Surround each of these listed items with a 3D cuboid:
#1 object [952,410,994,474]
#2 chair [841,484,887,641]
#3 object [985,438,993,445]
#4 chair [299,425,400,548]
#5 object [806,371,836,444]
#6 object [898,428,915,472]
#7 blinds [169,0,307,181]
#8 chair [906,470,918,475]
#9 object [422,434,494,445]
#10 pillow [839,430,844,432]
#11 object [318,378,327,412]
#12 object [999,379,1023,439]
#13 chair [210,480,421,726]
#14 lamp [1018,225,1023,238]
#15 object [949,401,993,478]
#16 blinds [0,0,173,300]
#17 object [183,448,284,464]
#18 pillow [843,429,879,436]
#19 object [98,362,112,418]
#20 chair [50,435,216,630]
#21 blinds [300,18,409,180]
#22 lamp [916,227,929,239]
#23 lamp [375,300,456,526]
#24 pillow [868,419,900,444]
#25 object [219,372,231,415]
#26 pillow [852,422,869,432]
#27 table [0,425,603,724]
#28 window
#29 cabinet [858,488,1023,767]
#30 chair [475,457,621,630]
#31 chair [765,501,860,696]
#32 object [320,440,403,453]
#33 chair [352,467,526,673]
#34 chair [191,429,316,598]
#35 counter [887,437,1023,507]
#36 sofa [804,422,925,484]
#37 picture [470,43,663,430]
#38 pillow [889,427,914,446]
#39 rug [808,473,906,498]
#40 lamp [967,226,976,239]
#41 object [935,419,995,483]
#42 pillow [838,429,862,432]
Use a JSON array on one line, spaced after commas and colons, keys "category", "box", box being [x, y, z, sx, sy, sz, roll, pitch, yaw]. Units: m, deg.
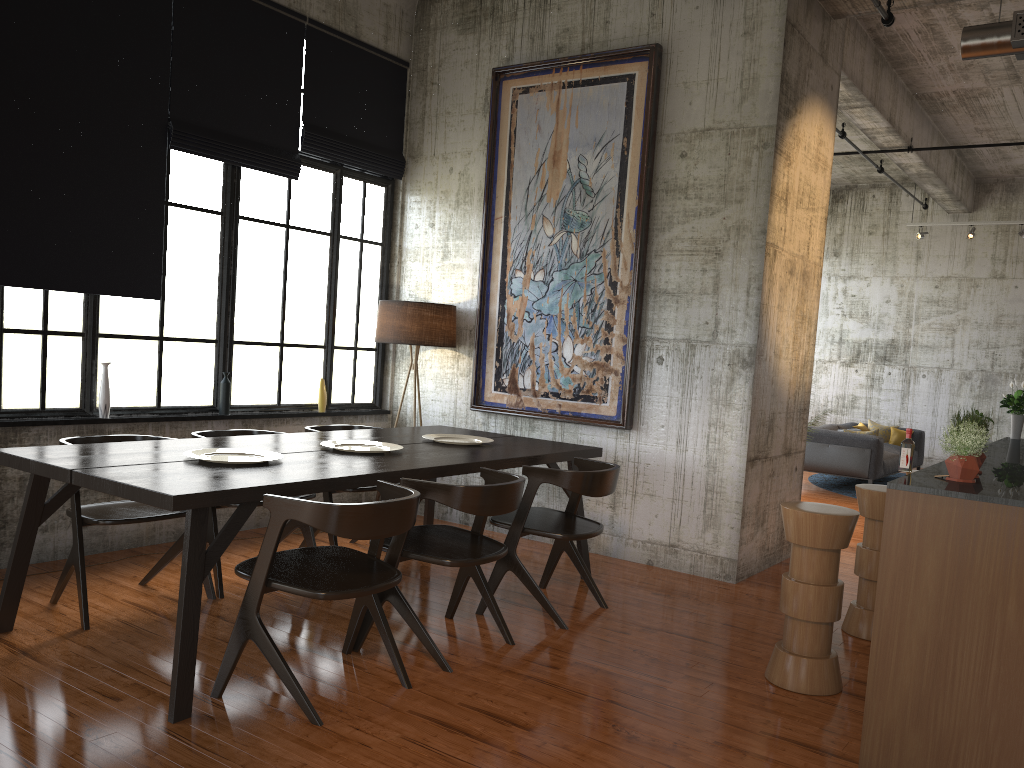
[{"category": "object", "box": [2.293, 0.283, 4.419, 0.178, 0.312, 0.172, 7, 5, 41]}, {"category": "chair", "box": [2.428, 1.166, 5.824, 0.409, 0.965, 0.410, 5, 4, 14]}, {"category": "object", "box": [8.241, 1.112, 15.389, 0.162, 0.362, 0.163, 7, 5, 33]}, {"category": "chair", "box": [-1.239, 0.857, 6.971, 0.768, 0.995, 0.878, 6, 4, 35]}, {"category": "object", "box": [2.513, 0.491, 9.131, 1.513, 2.068, 1.884, 2, 4, -32]}, {"category": "object", "box": [1.887, 0.315, 4.232, 0.056, 0.209, 0.056, 7, 5, 35]}, {"category": "blinds", "box": [-2.156, -2.460, 7.113, 0.051, 1.401, 1.254, 7, 5, 35]}, {"category": "chair", "box": [3.240, 1.176, 6.898, 0.409, 0.965, 0.410, 5, 4, 14]}, {"category": "object", "box": [-0.396, 0.410, 6.505, 0.527, 0.025, 0.525, 2, 3, -45]}, {"category": "pillow", "box": [4.709, 0.803, 12.856, 0.434, 0.319, 0.168, 6, 4, 34]}, {"category": "object", "box": [-1.744, 0.100, 8.158, 0.073, 0.319, 0.074, 4, 4, -3]}, {"category": "object", "box": [4.093, 0.198, 7.154, 0.304, 0.503, 0.268, 3, 4, -13]}, {"category": "chair", "box": [-0.883, 0.997, 4.290, 0.768, 0.995, 0.878, 7, 4, 35]}, {"category": "lamp", "box": [8.388, -2.493, 14.530, 0.182, 0.241, 0.102, 6, 5, 30]}, {"category": "object", "box": [2.161, 0.254, 4.214, 0.186, 0.368, 0.196, 3, 4, -15]}, {"category": "blinds", "box": [-2.928, -1.901, 6.147, 0.034, 2.540, 1.215, 7, 5, 35]}, {"category": "object", "box": [-1.530, 0.401, 4.885, 0.527, 0.025, 0.525, 2, 3, -45]}, {"category": "pillow", "box": [5.016, 0.829, 12.632, 0.535, 0.447, 0.260, 7, 5, 42]}, {"category": "object", "box": [-2.954, 0.045, 6.433, 0.082, 0.411, 0.082, 4, 4, -4]}, {"category": "chair", "box": [-2.333, 0.849, 5.395, 0.768, 0.995, 0.878, 6, 4, 34]}, {"category": "blinds", "box": [-1.407, -2.581, 8.162, 0.052, 1.144, 1.296, 7, 4, 35]}, {"category": "lamp", "box": [7.130, -2.618, 15.428, 0.260, 0.211, 0.101, 3, 4, -20]}, {"category": "lamp", "box": [-0.937, 0.281, 8.250, 0.752, 2.061, 0.750, 0, 6, -43]}, {"category": "pillow", "box": [5.975, 0.818, 14.431, 0.535, 0.447, 0.260, 7, 5, 42]}, {"category": "object", "box": [-2.357, 0.080, 7.283, 0.080, 0.353, 0.080, 2, 5, -24]}, {"category": "pillow", "box": [5.717, 0.818, 14.467, 0.228, 0.372, 0.405, 8, 5, 44]}, {"category": "table", "box": [-1.059, 0.915, 5.745, 1.636, 1.008, 3.701, 6, 3, 35]}, {"category": "window", "box": [-2.286, -1.421, 7.279, 0.050, 3.443, 3.811, 7, 4, 35]}, {"category": "cabinet", "box": [3.311, 1.125, 5.252, 1.243, 1.246, 4.359, 6, 3, 35]}, {"category": "chair", "box": [0.275, 1.010, 5.871, 0.768, 0.995, 0.878, 6, 4, 31]}, {"category": "chair", "box": [1.634, 1.153, 4.838, 0.409, 0.965, 0.410, 5, 4, 14]}, {"category": "object", "box": [-0.963, 0.406, 5.695, 0.527, 0.025, 0.525, 2, 3, -45]}, {"category": "chair", "box": [-0.367, 1.001, 5.027, 0.768, 0.995, 0.878, 6, 4, 34]}, {"category": "chair", "box": [-1.816, 0.853, 6.133, 0.768, 0.995, 0.878, 7, 4, 35]}, {"category": "counter", "box": [3.349, 0.565, 5.209, 1.243, 0.175, 4.361, 6, 3, 35]}, {"category": "sofa", "box": [5.323, 1.095, 13.664, 1.360, 0.863, 3.003, 6, 3, 37]}, {"category": "picture", "box": [0.409, -1.237, 7.679, 1.652, 3.127, 0.142, 7, 5, 35]}, {"category": "pillow", "box": [6.224, 0.863, 14.220, 0.434, 0.319, 0.168, 4, 4, 9]}, {"category": "rug", "box": [6.865, 1.657, 12.933, 4.847, 0.009, 4.835, 4, 2, -9]}, {"category": "lamp", "box": [7.775, -2.553, 14.996, 0.199, 0.229, 0.101, 0, 5, -45]}, {"category": "object", "box": [2.038, 0.296, 4.009, 0.220, 0.284, 0.211, 7, 5, 43]}, {"category": "pillow", "box": [4.910, 0.796, 12.856, 0.364, 0.315, 0.171, 5, 4, 25]}]
